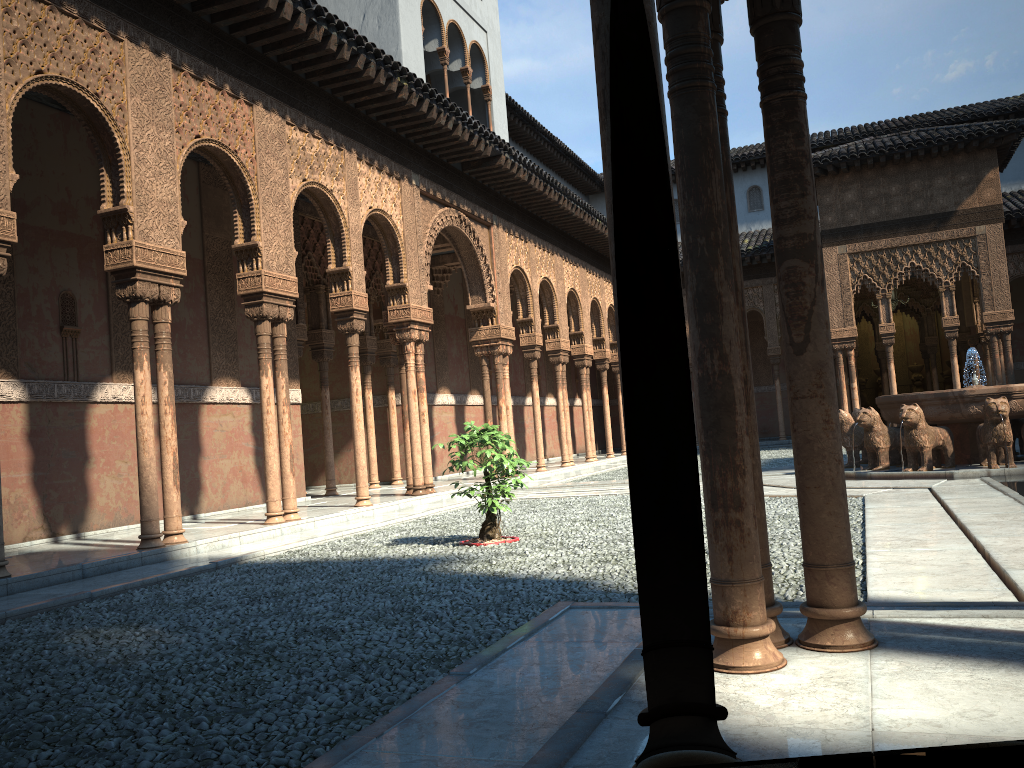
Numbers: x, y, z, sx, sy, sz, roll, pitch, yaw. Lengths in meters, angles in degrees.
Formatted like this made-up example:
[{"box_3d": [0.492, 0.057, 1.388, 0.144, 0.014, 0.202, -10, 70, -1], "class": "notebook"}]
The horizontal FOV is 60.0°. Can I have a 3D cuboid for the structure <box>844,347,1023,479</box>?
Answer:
[{"box_3d": [7.311, 0.415, 13.926, 4.508, 1.991, 4.508, -6, -4, 21], "class": "structure"}]
